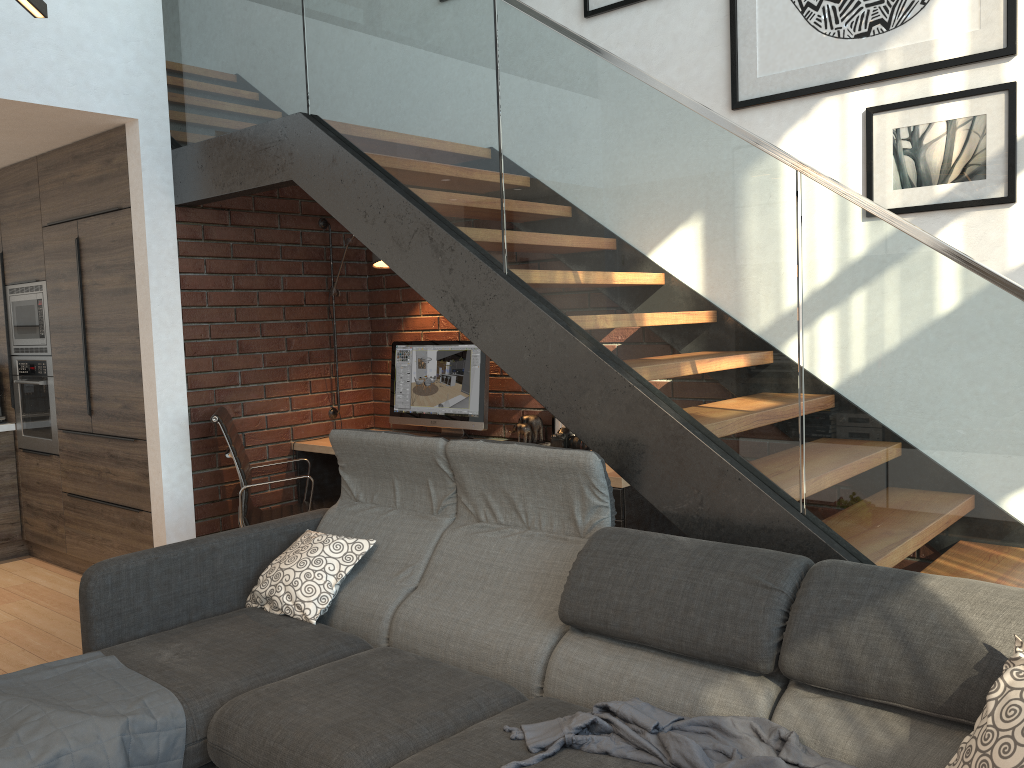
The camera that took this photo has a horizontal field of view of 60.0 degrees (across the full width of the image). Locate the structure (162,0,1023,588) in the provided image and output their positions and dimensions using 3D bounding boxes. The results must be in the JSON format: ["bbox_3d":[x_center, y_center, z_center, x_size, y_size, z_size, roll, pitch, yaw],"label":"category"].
[{"bbox_3d":[-0.186,-0.397,3.999,5.660,3.460,1.289,2,6,41],"label":"structure"}]

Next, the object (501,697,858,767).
[{"bbox_3d":[0.419,0.817,2.000,0.905,0.118,0.411,-1,4,17],"label":"object"}]

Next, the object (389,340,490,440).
[{"bbox_3d":[-0.463,0.043,4.691,0.716,0.535,0.431,2,6,41],"label":"object"}]

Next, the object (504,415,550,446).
[{"bbox_3d":[0.066,0.233,4.415,0.149,0.160,0.252,-6,6,-40],"label":"object"}]

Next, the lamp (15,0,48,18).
[{"bbox_3d":[-0.902,-2.484,1.234,1.200,3.645,0.831,-6,6,-39],"label":"lamp"}]

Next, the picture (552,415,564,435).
[{"bbox_3d":[0.312,0.145,4.344,0.279,0.329,0.049,2,6,41],"label":"picture"}]

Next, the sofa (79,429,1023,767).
[{"bbox_3d":[-0.201,0.769,1.877,3.169,0.995,2.108,2,6,41],"label":"sofa"}]

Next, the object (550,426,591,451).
[{"bbox_3d":[0.284,0.264,4.176,0.166,0.119,0.149,1,5,38],"label":"object"}]

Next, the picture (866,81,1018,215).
[{"bbox_3d":[1.537,-0.832,3.198,0.504,0.410,0.025,2,6,41],"label":"picture"}]

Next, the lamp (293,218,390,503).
[{"bbox_3d":[-0.645,0.052,4.857,1.054,2.003,0.462,0,5,24],"label":"lamp"}]

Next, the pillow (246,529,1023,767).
[{"bbox_3d":[0.108,0.660,2.397,2.734,0.364,0.386,2,6,44],"label":"pillow"}]

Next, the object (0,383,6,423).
[{"bbox_3d":[-3.428,0.063,5.589,0.532,0.378,0.274,2,6,41],"label":"object"}]

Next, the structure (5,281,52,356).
[{"bbox_3d":[-2.718,-0.397,5.421,0.595,0.430,0.459,2,6,41],"label":"structure"}]

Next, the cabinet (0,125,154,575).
[{"bbox_3d":[-3.751,0.047,3.801,2.401,2.401,3.495,2,6,41],"label":"cabinet"}]

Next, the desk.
[{"bbox_3d":[-0.192,0.696,4.449,2.182,0.750,0.610,2,6,41],"label":"desk"}]

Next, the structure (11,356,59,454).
[{"bbox_3d":[-2.711,0.103,5.444,0.595,0.570,0.495,2,6,41],"label":"structure"}]

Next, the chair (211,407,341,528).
[{"bbox_3d":[-1.153,0.607,4.469,0.700,0.991,0.651,-3,4,-15],"label":"chair"}]

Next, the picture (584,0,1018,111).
[{"bbox_3d":[1.008,-1.971,3.530,1.785,1.678,0.028,2,6,41],"label":"picture"}]

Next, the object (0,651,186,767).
[{"bbox_3d":[-1.183,0.976,2.300,0.548,0.369,0.685,-6,6,-41],"label":"object"}]
